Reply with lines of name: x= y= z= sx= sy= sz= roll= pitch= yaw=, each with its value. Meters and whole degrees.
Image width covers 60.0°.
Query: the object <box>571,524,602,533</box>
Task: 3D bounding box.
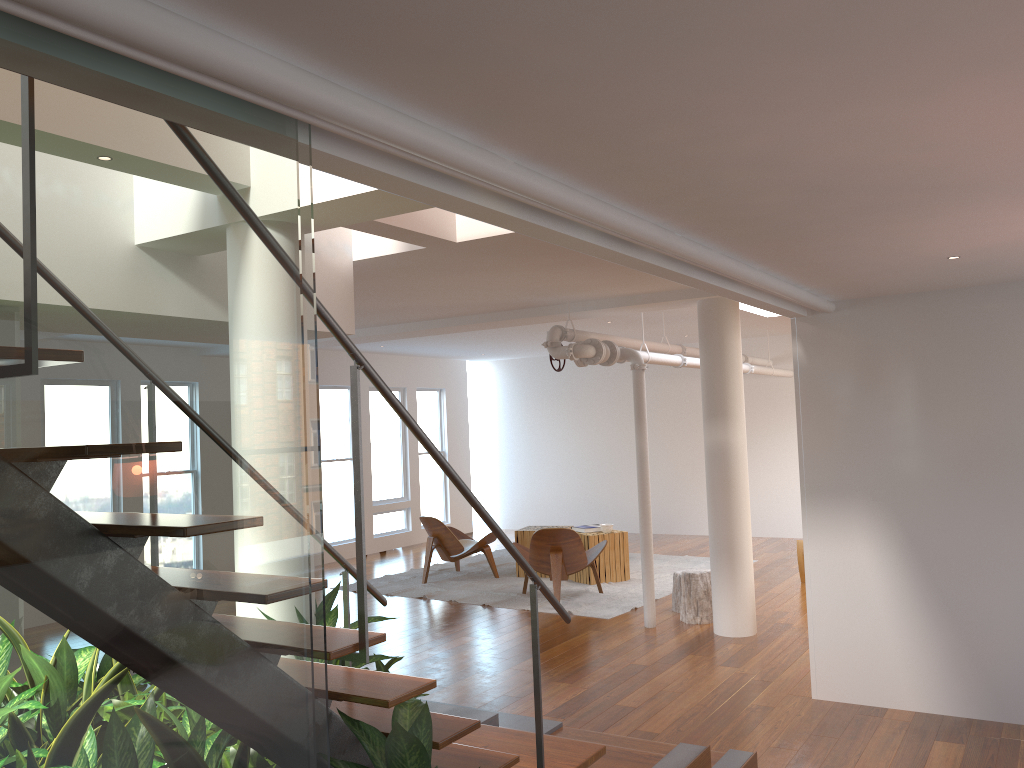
object: x=0.858 y=1.574 z=9.657 sx=0.334 sy=0.048 sz=0.279 roll=-1 pitch=-3 yaw=-27

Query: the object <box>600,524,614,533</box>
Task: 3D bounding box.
object: x=1.011 y=1.542 z=9.464 sx=0.152 sy=0.082 sz=0.152 roll=-2 pitch=-3 yaw=-8

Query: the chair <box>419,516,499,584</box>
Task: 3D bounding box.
chair: x=-0.616 y=1.837 z=10.096 sx=0.867 sy=0.752 sz=0.856 roll=-2 pitch=-3 yaw=-8

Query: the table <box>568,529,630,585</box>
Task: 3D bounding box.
table: x=0.900 y=1.858 z=9.549 sx=0.489 sy=0.534 sz=0.548 roll=-1 pitch=-3 yaw=-28

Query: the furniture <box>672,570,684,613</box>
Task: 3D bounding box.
furniture: x=1.558 y=1.836 z=7.854 sx=0.294 sy=0.333 sz=0.292 roll=-2 pitch=-3 yaw=2

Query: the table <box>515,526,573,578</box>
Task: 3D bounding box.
table: x=0.380 y=1.903 z=10.046 sx=0.548 sy=0.534 sz=0.489 roll=-3 pitch=-3 yaw=20

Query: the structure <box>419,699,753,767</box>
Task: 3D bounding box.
structure: x=-1.680 y=1.698 z=2.496 sx=3.088 sy=0.386 sz=5.584 roll=-4 pitch=-3 yaw=32

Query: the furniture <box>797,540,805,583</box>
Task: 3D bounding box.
furniture: x=3.185 y=1.771 z=8.938 sx=0.549 sy=0.430 sz=0.344 roll=0 pitch=-4 yaw=-39

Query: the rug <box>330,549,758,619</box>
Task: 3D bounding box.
rug: x=0.446 y=2.124 z=10.028 sx=3.525 sy=0.057 sz=3.478 roll=-4 pitch=-3 yaw=36

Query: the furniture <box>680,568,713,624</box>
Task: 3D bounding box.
furniture: x=1.556 y=1.773 z=7.440 sx=0.290 sy=0.418 sz=0.298 roll=-2 pitch=-3 yaw=-5

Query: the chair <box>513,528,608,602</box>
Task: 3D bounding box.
chair: x=0.405 y=1.724 z=8.618 sx=0.856 sy=0.752 sz=0.867 roll=-4 pitch=-3 yaw=37

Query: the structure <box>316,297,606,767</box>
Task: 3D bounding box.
structure: x=-1.935 y=-0.409 z=1.923 sx=2.552 sy=4.265 sz=4.591 roll=-4 pitch=-3 yaw=32
